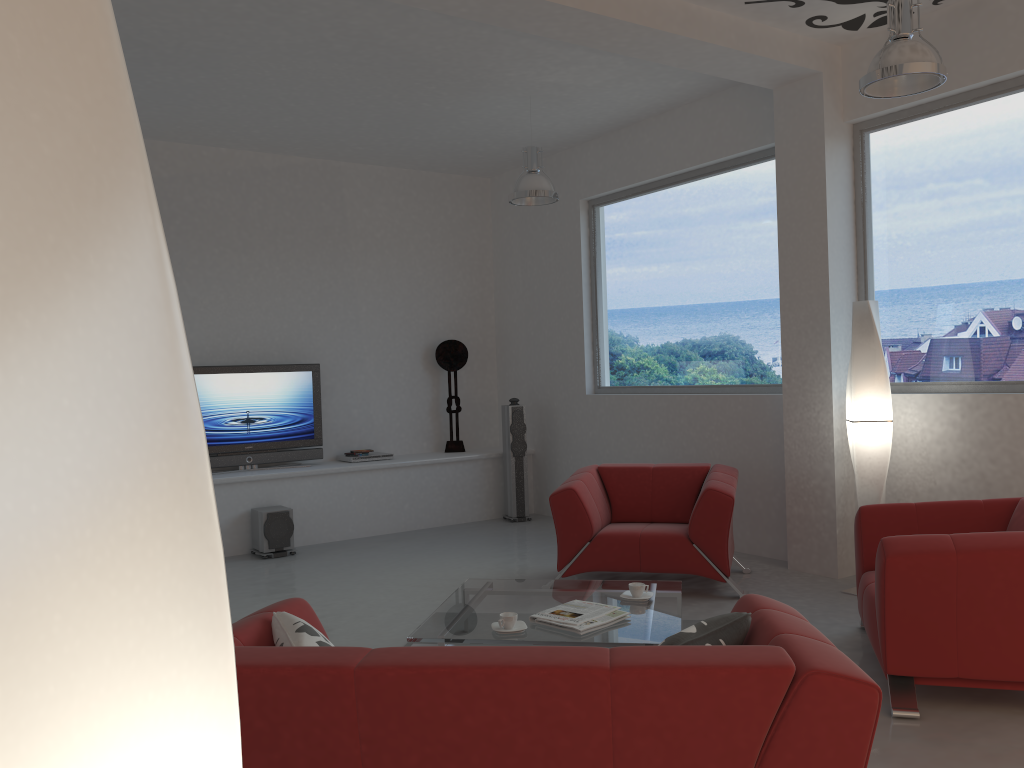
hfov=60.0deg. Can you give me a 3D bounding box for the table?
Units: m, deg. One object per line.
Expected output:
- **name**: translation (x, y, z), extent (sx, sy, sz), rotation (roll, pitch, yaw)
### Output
- **table**: translation (0.223, 1.203, 4.232), extent (1.162, 0.286, 1.097), rotation (-2, 1, 11)

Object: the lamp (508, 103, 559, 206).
- **lamp**: translation (0.149, -1.775, 6.670), extent (0.379, 0.800, 0.379), rotation (-2, 1, 6)

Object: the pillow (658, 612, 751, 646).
- **pillow**: translation (0.459, 0.817, 2.448), extent (0.402, 0.343, 0.288), rotation (-2, 1, -42)

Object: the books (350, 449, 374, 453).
- **books**: translation (-1.406, 0.629, 8.310), extent (0.190, 0.015, 0.135), rotation (-2, 1, -24)

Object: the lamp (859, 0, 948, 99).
- **lamp**: translation (1.829, -1.807, 4.185), extent (0.379, 0.800, 0.379), rotation (-2, 1, -5)

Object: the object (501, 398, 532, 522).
- **object**: translation (0.030, 0.725, 8.580), extent (0.255, 1.184, 0.273), rotation (-2, 1, -19)

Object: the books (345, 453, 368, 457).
- **books**: translation (-1.448, 0.661, 8.283), extent (0.135, 0.015, 0.190), rotation (-2, 1, 21)

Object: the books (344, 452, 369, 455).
- **books**: translation (-1.450, 0.646, 8.285), extent (0.135, 0.015, 0.190), rotation (-2, 1, 36)

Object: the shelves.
- **shelves**: translation (-2.230, 0.778, 7.646), extent (5.500, 0.050, 0.650), rotation (-2, 1, -34)

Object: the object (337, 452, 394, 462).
- **object**: translation (-1.384, 0.688, 8.359), extent (0.430, 0.045, 0.352), rotation (-2, 1, -34)

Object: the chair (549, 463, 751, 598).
- **chair**: translation (0.915, 0.944, 5.925), extent (1.288, 0.738, 0.951), rotation (-2, 1, 16)

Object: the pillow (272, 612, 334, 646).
- **pillow**: translation (-0.532, 0.849, 2.557), extent (0.288, 0.343, 0.402), rotation (-2, 1, -27)

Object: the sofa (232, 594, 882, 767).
- **sofa**: translation (-0.014, 1.009, 2.506), extent (1.929, 0.738, 0.951), rotation (-2, 1, 6)

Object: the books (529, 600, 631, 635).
- **books**: translation (0.302, 1.043, 3.993), extent (0.367, 0.035, 0.345), rotation (-2, 1, -44)

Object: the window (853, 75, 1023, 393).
- **window**: translation (3.019, -0.850, 4.969), extent (0.100, 1.800, 2.400), rotation (-2, 1, -34)

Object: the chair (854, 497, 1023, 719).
- **chair**: translation (2.077, 0.924, 3.984), extent (0.951, 0.738, 1.288), rotation (-2, 1, 16)

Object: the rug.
- **rug**: translation (0.225, 1.349, 4.221), extent (1.700, 0.025, 1.700), rotation (-2, 1, 11)

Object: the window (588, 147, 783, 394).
- **window**: translation (1.451, -0.820, 7.289), extent (0.100, 1.800, 2.400), rotation (-2, 1, -34)

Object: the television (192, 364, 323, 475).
- **television**: translation (-2.316, 0.295, 7.735), extent (1.356, 0.919, 0.343), rotation (-2, 1, -34)

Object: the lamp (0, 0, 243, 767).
- **lamp**: translation (-0.299, 0.518, 0.501), extent (0.313, 1.779, 0.313), rotation (-2, 1, -26)

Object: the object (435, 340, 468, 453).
- **object**: translation (-0.592, 0.120, 8.904), extent (0.331, 1.130, 0.108), rotation (-2, 1, -9)

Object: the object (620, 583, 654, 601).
- **object**: translation (0.608, 1.012, 4.327), extent (0.153, 0.069, 0.153), rotation (-2, 1, 22)

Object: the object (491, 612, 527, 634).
- **object**: translation (-0.013, 1.038, 3.862), extent (0.153, 0.069, 0.153), rotation (-2, 1, -8)

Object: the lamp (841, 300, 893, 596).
- **lamp**: translation (2.182, 0.385, 5.409), extent (0.313, 1.779, 0.313), rotation (-2, 1, -42)

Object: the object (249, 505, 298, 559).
- **object**: translation (-1.961, 1.210, 7.266), extent (0.336, 0.374, 0.337), rotation (-2, 1, -34)
